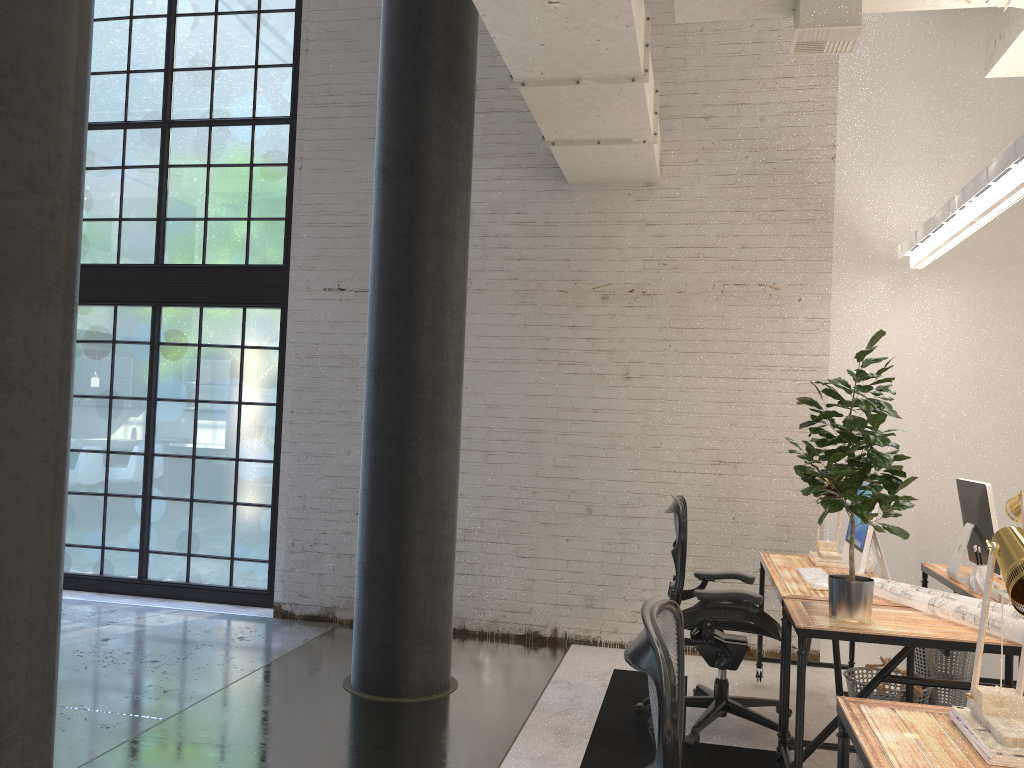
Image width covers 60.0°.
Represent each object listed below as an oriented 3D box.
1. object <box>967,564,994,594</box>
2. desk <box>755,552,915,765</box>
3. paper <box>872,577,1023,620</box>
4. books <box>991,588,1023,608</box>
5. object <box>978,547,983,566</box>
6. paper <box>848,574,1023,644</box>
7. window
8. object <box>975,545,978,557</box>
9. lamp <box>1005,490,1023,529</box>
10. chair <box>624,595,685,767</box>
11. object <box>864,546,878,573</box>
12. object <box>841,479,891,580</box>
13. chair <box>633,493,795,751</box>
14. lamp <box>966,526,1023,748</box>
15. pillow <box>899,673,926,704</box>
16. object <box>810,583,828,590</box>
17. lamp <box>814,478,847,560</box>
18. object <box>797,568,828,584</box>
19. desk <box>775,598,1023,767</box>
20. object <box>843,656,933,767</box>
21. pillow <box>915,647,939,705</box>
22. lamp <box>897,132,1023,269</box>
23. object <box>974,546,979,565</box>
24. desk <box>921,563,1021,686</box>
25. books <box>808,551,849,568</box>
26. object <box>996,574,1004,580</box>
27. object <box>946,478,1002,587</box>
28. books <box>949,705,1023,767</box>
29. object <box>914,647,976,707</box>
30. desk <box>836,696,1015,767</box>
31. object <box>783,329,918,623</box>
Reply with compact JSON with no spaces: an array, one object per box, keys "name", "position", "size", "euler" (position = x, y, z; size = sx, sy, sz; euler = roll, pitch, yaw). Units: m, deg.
[{"name":"object","position":[2.086,0.869,3.947],"size":[0.101,0.126,0.101],"euler":[4,-2,-33]},{"name":"desk","position":[1.498,1.283,4.271],"size":[0.529,0.724,1.401],"euler":[2,-2,12]},{"name":"paper","position":[1.778,0.853,3.388],"size":[0.083,0.082,1.134],"euler":[3,-3,-23]},{"name":"books","position":[2.157,0.904,3.709],"size":[0.225,0.038,0.309],"euler":[2,-2,12]},{"name":"object","position":[2.086,0.826,3.934],"size":[0.054,0.207,0.008],"euler":[3,-2,-23]},{"name":"paper","position":[1.614,0.848,3.423],"size":[0.083,0.082,1.134],"euler":[3,-2,-13]},{"name":"window","position":[-2.704,-0.934,6.804],"size":[2.490,5.177,0.138],"euler":[2,-2,12]},{"name":"object","position":[2.084,0.827,3.963],"size":[0.008,0.207,0.054],"euler":[2,-2,-5]},{"name":"lamp","position":[2.205,0.657,3.759],"size":[0.126,0.470,0.344],"euler":[2,-2,12]},{"name":"chair","position":[0.485,0.976,1.652],"size":[0.792,1.085,0.771],"euler":[3,-2,-4]},{"name":"object","position":[1.772,0.876,4.436],"size":[0.101,0.126,0.101],"euler":[4,-2,-33]},{"name":"object","position":[1.651,0.679,4.123],"size":[0.189,0.485,0.484],"euler":[2,-2,12]},{"name":"chair","position":[1.012,1.086,4.281],"size":[0.792,1.085,0.771],"euler":[3,-2,-4]},{"name":"lamp","position":[1.144,0.561,2.006],"size":[0.127,0.470,0.345],"euler":[2,-2,12]},{"name":"pillow","position":[1.669,1.428,3.753],"size":[0.119,0.406,0.239],"euler":[2,-2,13]},{"name":"object","position":[1.356,0.882,3.868],"size":[0.106,0.029,0.059],"euler":[2,-2,13]},{"name":"lamp","position":[1.670,0.672,4.636],"size":[0.126,0.470,0.344],"euler":[2,-2,12]},{"name":"object","position":[1.430,0.905,4.188],"size":[0.118,0.017,0.439],"euler":[2,-2,12]},{"name":"desk","position":[1.718,1.248,3.229],"size":[1.400,0.724,0.530],"euler":[2,-2,12]},{"name":"object","position":[1.593,1.412,3.774],"size":[0.353,0.435,0.359],"euler":[2,-2,8]},{"name":"pillow","position":[2.142,1.483,4.600],"size":[0.119,0.406,0.239],"euler":[2,-2,13]},{"name":"lamp","position":[1.629,-2.227,1.551],"size":[0.226,2.863,7.306],"euler":[2,-2,12]},{"name":"object","position":[2.075,0.826,3.941],"size":[0.054,0.207,0.008],"euler":[2,-2,-1]},{"name":"desk","position":[2.325,1.310,4.090],"size":[0.529,0.724,1.401],"euler":[2,-2,12]},{"name":"books","position":[1.698,0.926,4.673],"size":[0.225,0.038,0.309],"euler":[2,-2,12]},{"name":"object","position":[2.424,0.947,4.193],"size":[0.118,0.017,0.439],"euler":[2,-2,12]},{"name":"object","position":[2.222,0.708,4.270],"size":[0.189,0.485,0.484],"euler":[2,-2,12]},{"name":"books","position":[1.171,0.815,2.043],"size":[0.225,0.038,0.309],"euler":[2,-2,12]},{"name":"object","position":[2.218,1.472,4.579],"size":[0.353,0.435,0.359],"euler":[2,-2,8]},{"name":"desk","position":[0.971,1.173,1.641],"size":[0.529,0.724,1.401],"euler":[2,-2,12]},{"name":"object","position":[1.266,0.334,3.330],"size":[0.438,1.077,0.514],"euler":[2,-2,3]}]
